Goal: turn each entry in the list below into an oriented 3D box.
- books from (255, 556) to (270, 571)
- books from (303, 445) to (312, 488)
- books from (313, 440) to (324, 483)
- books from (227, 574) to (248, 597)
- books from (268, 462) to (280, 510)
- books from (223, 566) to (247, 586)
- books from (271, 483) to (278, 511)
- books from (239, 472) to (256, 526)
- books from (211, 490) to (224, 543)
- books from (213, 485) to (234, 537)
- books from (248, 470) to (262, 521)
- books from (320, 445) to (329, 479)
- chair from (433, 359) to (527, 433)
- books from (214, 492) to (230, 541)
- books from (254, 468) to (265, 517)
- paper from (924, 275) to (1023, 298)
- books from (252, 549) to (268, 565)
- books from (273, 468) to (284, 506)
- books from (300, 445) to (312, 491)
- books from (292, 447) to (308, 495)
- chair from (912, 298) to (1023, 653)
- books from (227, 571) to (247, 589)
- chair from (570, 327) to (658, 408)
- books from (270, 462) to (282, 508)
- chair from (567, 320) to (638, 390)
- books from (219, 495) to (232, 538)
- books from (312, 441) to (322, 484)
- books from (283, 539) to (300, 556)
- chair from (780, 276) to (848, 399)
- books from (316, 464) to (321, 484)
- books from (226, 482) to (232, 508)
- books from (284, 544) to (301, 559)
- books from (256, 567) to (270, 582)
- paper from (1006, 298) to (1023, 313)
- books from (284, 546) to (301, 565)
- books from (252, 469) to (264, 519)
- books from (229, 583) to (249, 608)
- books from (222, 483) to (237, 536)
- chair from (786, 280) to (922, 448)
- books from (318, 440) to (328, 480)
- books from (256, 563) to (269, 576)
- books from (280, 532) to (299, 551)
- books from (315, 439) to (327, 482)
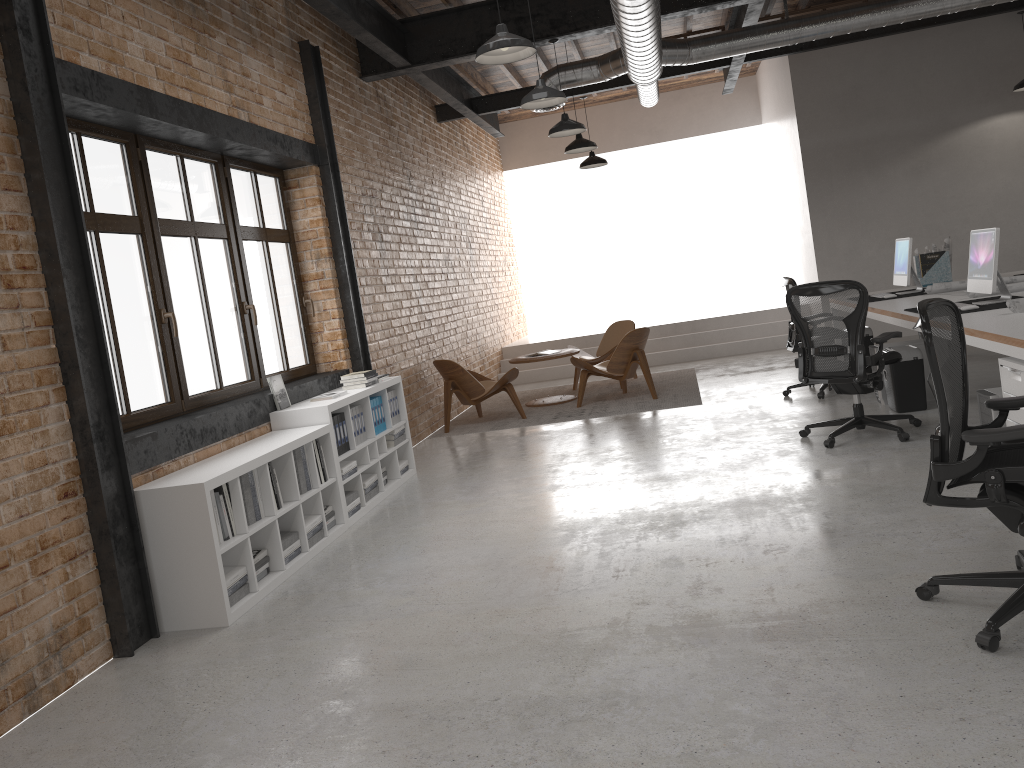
[{"bbox_3d":[-1.431,0.959,4.621,0.222,0.055,0.283,-8,6,12],"label":"books"},{"bbox_3d":[-1.343,0.509,5.336,0.265,0.314,0.025,-8,3,16],"label":"books"},{"bbox_3d":[-1.312,0.472,5.461,0.258,0.351,0.071,-8,3,16],"label":"books"},{"bbox_3d":[-1.444,0.992,4.314,0.206,0.067,0.276,-8,6,11],"label":"books"},{"bbox_3d":[-1.434,0.552,4.881,0.271,0.353,0.063,-8,3,16],"label":"books"},{"bbox_3d":[-1.451,0.946,4.324,0.214,0.051,0.253,-8,6,11],"label":"books"},{"bbox_3d":[-1.440,0.557,4.852,0.258,0.351,0.071,-8,3,16],"label":"books"},{"bbox_3d":[-1.494,0.589,4.635,0.258,0.350,0.065,-8,3,16],"label":"books"},{"bbox_3d":[-1.551,0.655,4.320,0.258,0.304,0.041,-8,3,16],"label":"books"},{"bbox_3d":[-1.528,0.618,4.399,0.258,0.354,0.050,-8,3,16],"label":"books"},{"bbox_3d":[-1.473,0.588,4.694,0.249,0.332,0.060,-8,3,16],"label":"books"},{"bbox_3d":[-1.263,0.511,5.554,0.197,0.239,0.058,-8,4,16],"label":"books"},{"bbox_3d":[-0.366,0.037,9.386,0.868,0.750,0.858,-10,5,-8],"label":"chair"},{"bbox_3d":[-1.496,0.665,4.347,0.182,0.261,0.057,-8,3,16],"label":"books"},{"bbox_3d":[-1.465,0.596,4.749,0.258,0.304,0.041,-8,3,16],"label":"books"},{"bbox_3d":[3.809,-0.772,6.770,0.974,0.105,1.080,-8,6,9],"label":"paper"},{"bbox_3d":[-1.428,0.923,4.642,0.198,0.054,0.241,-8,6,12],"label":"books"},{"bbox_3d":[-1.391,0.596,4.945,0.197,0.239,0.058,-8,4,16],"label":"books"},{"bbox_3d":[-1.345,0.504,5.303,0.249,0.332,0.060,-8,3,16],"label":"books"},{"bbox_3d":[-1.366,0.504,5.244,0.258,0.350,0.065,-8,3,16],"label":"books"},{"bbox_3d":[1.735,0.222,2.994,0.791,1.082,0.774,-7,4,20],"label":"chair"},{"bbox_3d":[-1.450,0.965,4.321,0.218,0.039,0.261,-8,6,11],"label":"books"},{"bbox_3d":[1.038,-0.187,9.438,0.858,0.750,0.869,-10,5,-13],"label":"chair"},{"bbox_3d":[-1.404,0.580,4.910,0.221,0.282,0.061,-8,4,16],"label":"books"},{"bbox_3d":[1.171,-0.345,10.719,0.869,0.750,0.858,-10,5,-12],"label":"chair"},{"bbox_3d":[-1.482,0.671,4.376,0.162,0.239,0.054,-8,4,16],"label":"books"},{"bbox_3d":[-1.315,0.474,5.437,0.258,0.354,0.050,-8,3,16],"label":"books"},{"bbox_3d":[-1.332,0.919,4.937,0.214,0.046,0.252,-8,6,11],"label":"books"},{"bbox_3d":[2.782,-0.474,8.000,0.793,1.082,0.772,-9,4,-5],"label":"chair"},{"bbox_3d":[-1.268,0.527,5.414,0.162,0.239,0.054,-8,4,16],"label":"books"},{"bbox_3d":[-1.520,0.611,4.453,0.271,0.353,0.063,-8,3,16],"label":"books"},{"bbox_3d":[-1.331,0.937,4.933,0.218,0.034,0.261,-8,6,11],"label":"books"},{"bbox_3d":[-1.407,1.014,4.619,0.183,0.049,0.262,-8,6,12],"label":"books"},{"bbox_3d":[3.385,-0.519,4.999,1.133,0.082,0.083,-8,5,6],"label":"paper"},{"bbox_3d":[-1.325,0.964,4.926,0.206,0.061,0.275,-8,6,11],"label":"books"},{"bbox_3d":[-1.471,0.594,4.727,0.265,0.314,0.025,-8,3,16],"label":"books"},{"bbox_3d":[-1.444,1.044,4.311,0.216,0.071,0.291,-8,6,11],"label":"books"},{"bbox_3d":[-1.526,0.616,4.423,0.258,0.351,0.071,-8,3,16],"label":"books"},{"bbox_3d":[2.267,-0.183,6.015,0.768,1.082,0.797,-6,5,35],"label":"chair"},{"bbox_3d":[-1.276,0.495,5.520,0.221,0.282,0.061,-8,4,16],"label":"books"},{"bbox_3d":[-1.401,0.982,4.630,0.163,0.047,0.240,-8,6,12],"label":"books"},{"bbox_3d":[-1.345,0.886,4.917,0.216,0.077,0.292,-8,6,11],"label":"books"},{"bbox_3d":[-1.307,0.467,5.491,0.271,0.353,0.063,-8,3,16],"label":"books"}]
